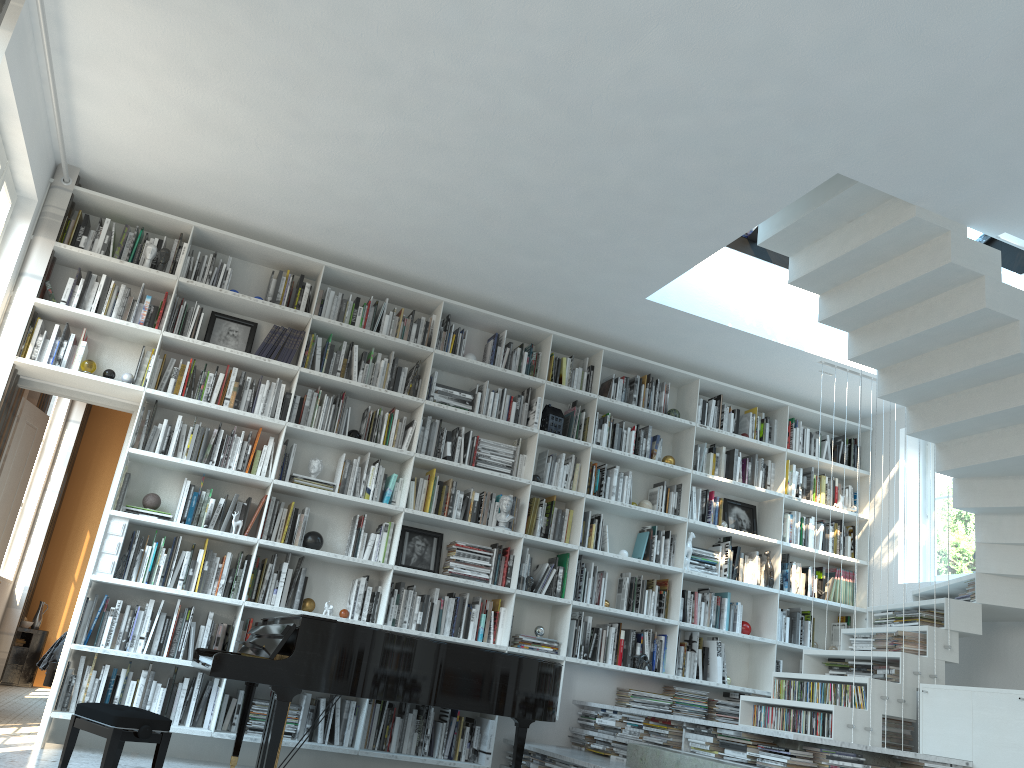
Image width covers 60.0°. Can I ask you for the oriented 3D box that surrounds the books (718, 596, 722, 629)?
[{"bbox_3d":[1.505,1.713,6.602,0.012,0.253,0.161,15,-19,-19],"label":"books"}]

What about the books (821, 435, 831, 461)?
[{"bbox_3d":[2.593,0.571,7.374,0.069,0.276,0.132,15,-19,-19],"label":"books"}]

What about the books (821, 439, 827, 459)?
[{"bbox_3d":[2.559,0.583,7.359,0.010,0.235,0.132,15,-19,-19],"label":"books"}]

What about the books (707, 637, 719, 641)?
[{"bbox_3d":[1.465,2.026,6.508,0.012,0.325,0.136,15,-19,-19],"label":"books"}]

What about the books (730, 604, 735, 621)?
[{"bbox_3d":[1.607,1.758,6.631,0.037,0.218,0.140,15,-19,-19],"label":"books"}]

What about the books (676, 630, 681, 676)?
[{"bbox_3d":[1.165,1.943,6.404,0.013,0.326,0.131,15,-19,-19],"label":"books"}]

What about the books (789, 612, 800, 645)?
[{"bbox_3d":[2.128,1.878,6.789,0.027,0.247,0.184,15,-20,-19],"label":"books"}]

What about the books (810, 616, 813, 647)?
[{"bbox_3d":[2.271,1.926,6.871,0.012,0.253,0.161,15,-19,-19],"label":"books"}]

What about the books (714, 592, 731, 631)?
[{"bbox_3d":[1.554,1.701,6.602,0.026,0.289,0.181,15,-19,-19],"label":"books"}]

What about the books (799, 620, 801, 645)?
[{"bbox_3d":[2.151,1.918,6.820,0.027,0.200,0.164,15,-20,-19],"label":"books"}]

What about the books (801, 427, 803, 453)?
[{"bbox_3d":[2.324,0.494,7.270,0.027,0.274,0.148,15,-19,-19],"label":"books"}]

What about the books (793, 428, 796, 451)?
[{"bbox_3d":[2.238,0.487,7.215,0.022,0.228,0.175,15,-20,-19],"label":"books"}]

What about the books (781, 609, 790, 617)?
[{"bbox_3d":[2.070,1.865,6.805,0.024,0.266,0.133,15,-19,-19],"label":"books"}]

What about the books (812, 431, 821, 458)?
[{"bbox_3d":[2.489,0.538,7.336,0.012,0.284,0.160,15,-19,-19],"label":"books"}]

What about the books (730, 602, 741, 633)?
[{"bbox_3d":[1.640,1.755,6.635,0.025,0.234,0.181,15,-20,-19],"label":"books"}]

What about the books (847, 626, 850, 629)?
[{"bbox_3d":[2.606,2.028,6.988,0.022,0.236,0.152,15,-19,-19],"label":"books"}]

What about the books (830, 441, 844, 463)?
[{"bbox_3d":[2.679,0.606,7.390,0.068,0.246,0.161,15,-19,-19],"label":"books"}]

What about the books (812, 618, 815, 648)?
[{"bbox_3d":[2.283,1.935,6.869,0.013,0.239,0.166,15,-20,-19],"label":"books"}]

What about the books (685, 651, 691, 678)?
[{"bbox_3d":[1.236,2.027,6.401,0.030,0.187,0.140,15,-20,-19],"label":"books"}]

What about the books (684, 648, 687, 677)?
[{"bbox_3d":[1.212,2.009,6.395,0.025,0.209,0.137,15,-19,-19],"label":"books"}]

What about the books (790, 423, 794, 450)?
[{"bbox_3d":[2.227,0.463,7.213,0.012,0.268,0.185,15,-20,-19],"label":"books"}]

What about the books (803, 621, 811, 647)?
[{"bbox_3d":[2.230,1.931,6.830,0.021,0.204,0.175,15,-20,-19],"label":"books"}]

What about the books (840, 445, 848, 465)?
[{"bbox_3d":[2.720,0.626,7.380,0.012,0.215,0.193,15,-20,-19],"label":"books"}]

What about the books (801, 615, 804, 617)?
[{"bbox_3d":[2.200,1.915,6.853,0.027,0.241,0.132,15,-19,-19],"label":"books"}]

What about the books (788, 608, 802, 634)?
[{"bbox_3d":[2.177,1.878,6.841,0.013,0.296,0.141,15,-19,-19],"label":"books"}]

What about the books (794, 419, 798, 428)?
[{"bbox_3d":[2.284,0.461,7.269,0.012,0.325,0.151,15,-19,-19],"label":"books"}]

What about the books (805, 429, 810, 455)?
[{"bbox_3d":[2.370,0.511,7.281,0.029,0.263,0.179,15,-20,-19],"label":"books"}]

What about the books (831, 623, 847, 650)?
[{"bbox_3d":[2.569,2.008,6.974,0.012,0.253,0.161,15,-19,-19],"label":"books"}]

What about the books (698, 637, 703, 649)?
[{"bbox_3d":[1.341,2.003,6.465,0.010,0.303,0.132,15,-19,-19],"label":"books"}]

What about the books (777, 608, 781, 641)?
[{"bbox_3d":[1.975,1.838,6.747,0.024,0.251,0.176,15,-20,-19],"label":"books"}]

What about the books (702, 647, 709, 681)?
[{"bbox_3d":[1.362,2.034,6.445,0.031,0.238,0.172,15,-20,-19],"label":"books"}]

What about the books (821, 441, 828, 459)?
[{"bbox_3d":[2.531,0.583,7.333,0.057,0.211,0.163,15,-20,-19],"label":"books"}]

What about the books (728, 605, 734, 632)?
[{"bbox_3d":[1.581,1.754,6.603,0.030,0.200,0.190,15,-20,-19],"label":"books"}]

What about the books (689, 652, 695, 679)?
[{"bbox_3d":[1.263,2.033,6.403,0.024,0.184,0.149,15,-20,-19],"label":"books"}]

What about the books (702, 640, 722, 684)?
[{"bbox_3d":[1.429,2.013,6.432,0.075,0.290,0.255,15,-20,-19],"label":"books"}]

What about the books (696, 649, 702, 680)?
[{"bbox_3d":[1.314,2.031,6.422,0.052,0.216,0.185,15,-20,-19],"label":"books"}]

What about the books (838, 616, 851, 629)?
[{"bbox_3d":[2.624,1.997,7.013,0.013,0.314,0.130,15,-19,-19],"label":"books"}]

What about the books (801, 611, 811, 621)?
[{"bbox_3d":[2.247,1.900,6.855,0.011,0.283,0.161,15,-19,-19],"label":"books"}]

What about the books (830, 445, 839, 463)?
[{"bbox_3d":[2.639,0.616,7.352,0.024,0.192,0.187,15,-20,-19],"label":"books"}]

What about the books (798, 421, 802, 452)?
[{"bbox_3d":[2.299,0.469,7.256,0.012,0.305,0.185,15,-19,-19],"label":"books"}]

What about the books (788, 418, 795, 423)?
[{"bbox_3d":[2.253,0.449,7.257,0.014,0.330,0.143,15,-19,-19],"label":"books"}]

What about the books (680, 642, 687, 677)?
[{"bbox_3d":[1.201,1.986,6.384,0.015,0.242,0.157,15,-19,-19],"label":"books"}]

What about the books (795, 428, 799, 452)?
[{"bbox_3d":[2.269,0.491,7.236,0.023,0.243,0.183,15,-20,-19],"label":"books"}]

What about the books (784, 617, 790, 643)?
[{"bbox_3d":[2.048,1.884,6.770,0.029,0.200,0.173,15,-20,-19],"label":"books"}]

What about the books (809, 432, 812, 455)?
[{"bbox_3d":[2.401,0.530,7.299,0.027,0.249,0.155,15,-19,-19],"label":"books"}]

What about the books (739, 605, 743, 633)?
[{"bbox_3d":[1.662,1.768,6.643,0.027,0.222,0.170,15,-20,-19],"label":"books"}]

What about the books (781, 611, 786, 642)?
[{"bbox_3d":[2.026,1.860,6.772,0.022,0.241,0.151,15,-19,-19],"label":"books"}]

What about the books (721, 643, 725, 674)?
[{"bbox_3d":[1.488,2.043,6.488,0.025,0.286,0.160,15,-19,-19],"label":"books"}]

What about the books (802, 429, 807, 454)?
[{"bbox_3d":[2.346,0.507,7.272,0.022,0.258,0.163,15,-19,-19],"label":"books"}]

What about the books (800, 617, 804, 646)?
[{"bbox_3d":[2.187,1.911,6.830,0.014,0.229,0.172,15,-20,-19],"label":"books"}]

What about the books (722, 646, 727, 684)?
[{"bbox_3d":[1.523,2.063,6.509,0.062,0.273,0.148,15,-19,-19],"label":"books"}]

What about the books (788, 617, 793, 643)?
[{"bbox_3d":[2.091,1.897,6.798,0.025,0.207,0.149,15,-20,-19],"label":"books"}]

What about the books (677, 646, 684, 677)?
[{"bbox_3d":[1.178,1.997,6.383,0.023,0.213,0.164,15,-20,-19],"label":"books"}]

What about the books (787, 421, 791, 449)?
[{"bbox_3d":[2.211,0.455,7.223,0.013,0.285,0.151,15,-19,-19],"label":"books"}]

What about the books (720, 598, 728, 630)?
[{"bbox_3d":[1.530,1.716,6.583,0.023,0.243,0.190,15,-20,-19],"label":"books"}]

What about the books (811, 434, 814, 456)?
[{"bbox_3d":[2.427,0.541,7.298,0.025,0.236,0.144,15,-19,-19],"label":"books"}]

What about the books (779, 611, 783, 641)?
[{"bbox_3d":[1.999,1.855,6.761,0.037,0.235,0.153,15,-19,-19],"label":"books"}]

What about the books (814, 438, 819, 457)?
[{"bbox_3d":[2.460,0.565,7.309,0.026,0.207,0.163,15,-20,-19],"label":"books"}]

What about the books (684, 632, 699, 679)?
[{"bbox_3d":[1.293,1.968,6.430,0.014,0.332,0.169,15,-19,-19],"label":"books"}]
